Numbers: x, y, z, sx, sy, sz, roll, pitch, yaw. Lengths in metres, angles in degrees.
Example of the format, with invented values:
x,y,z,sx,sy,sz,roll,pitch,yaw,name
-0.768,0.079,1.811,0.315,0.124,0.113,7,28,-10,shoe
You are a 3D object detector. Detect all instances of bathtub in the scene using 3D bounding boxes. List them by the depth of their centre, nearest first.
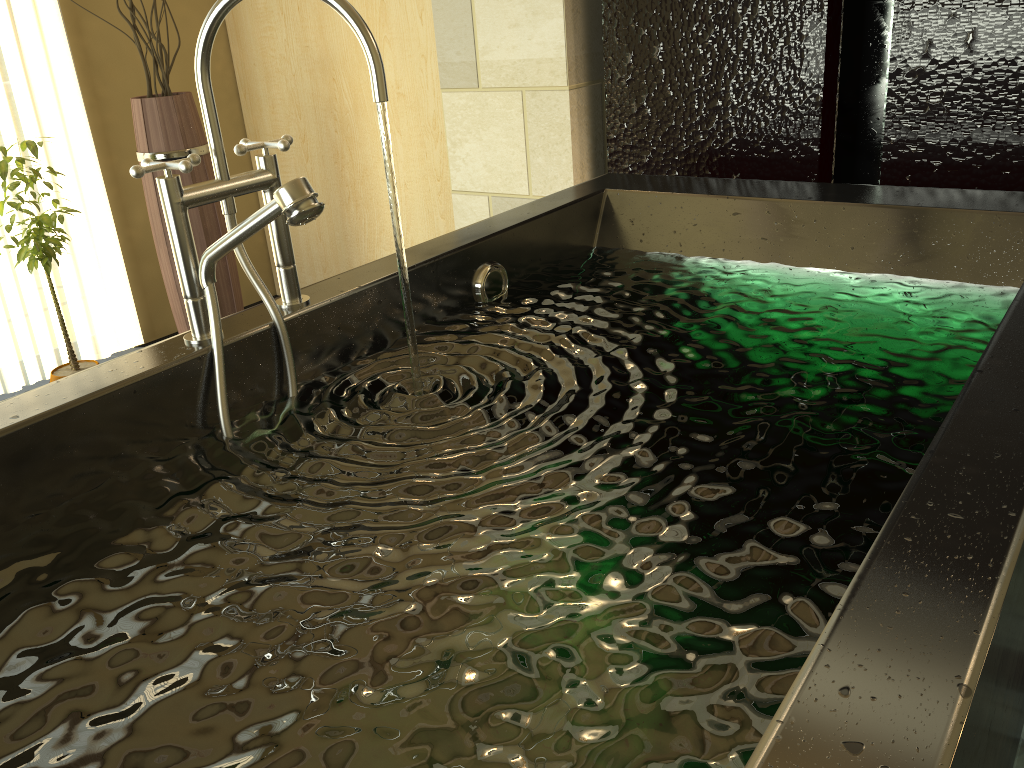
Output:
x,y,z,sx,sy,sz,roll,pitch,yaw,name
0.053,0.078,1.127,1.069,1.156,2.140,12,28,34,bathtub

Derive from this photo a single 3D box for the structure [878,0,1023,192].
x,y,z,sx,sy,sz,roll,pitch,yaw,name
1.090,-0.636,1.849,0.642,2.056,0.094,12,28,34,structure

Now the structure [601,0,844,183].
x,y,z,sx,sy,sz,roll,pitch,yaw,name
0.504,-0.762,2.258,0.642,2.056,0.094,12,28,34,structure

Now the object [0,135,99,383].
x,y,z,sx,sy,sz,roll,pitch,yaw,name
-1.336,-0.258,2.595,0.242,0.925,0.268,-10,23,-13,object

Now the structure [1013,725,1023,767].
x,y,z,sx,sy,sz,roll,pitch,yaw,name
0.392,0.606,1.714,1.975,0.632,3.815,12,28,34,structure

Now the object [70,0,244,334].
x,y,z,sx,sy,sz,roll,pitch,yaw,name
-1.161,-0.999,2.726,0.468,2.168,0.465,-6,23,-2,object

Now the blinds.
x,y,z,sx,sy,sz,roll,pitch,yaw,name
-2.048,-1.047,2.443,0.064,2.566,1.952,11,27,33,blinds
